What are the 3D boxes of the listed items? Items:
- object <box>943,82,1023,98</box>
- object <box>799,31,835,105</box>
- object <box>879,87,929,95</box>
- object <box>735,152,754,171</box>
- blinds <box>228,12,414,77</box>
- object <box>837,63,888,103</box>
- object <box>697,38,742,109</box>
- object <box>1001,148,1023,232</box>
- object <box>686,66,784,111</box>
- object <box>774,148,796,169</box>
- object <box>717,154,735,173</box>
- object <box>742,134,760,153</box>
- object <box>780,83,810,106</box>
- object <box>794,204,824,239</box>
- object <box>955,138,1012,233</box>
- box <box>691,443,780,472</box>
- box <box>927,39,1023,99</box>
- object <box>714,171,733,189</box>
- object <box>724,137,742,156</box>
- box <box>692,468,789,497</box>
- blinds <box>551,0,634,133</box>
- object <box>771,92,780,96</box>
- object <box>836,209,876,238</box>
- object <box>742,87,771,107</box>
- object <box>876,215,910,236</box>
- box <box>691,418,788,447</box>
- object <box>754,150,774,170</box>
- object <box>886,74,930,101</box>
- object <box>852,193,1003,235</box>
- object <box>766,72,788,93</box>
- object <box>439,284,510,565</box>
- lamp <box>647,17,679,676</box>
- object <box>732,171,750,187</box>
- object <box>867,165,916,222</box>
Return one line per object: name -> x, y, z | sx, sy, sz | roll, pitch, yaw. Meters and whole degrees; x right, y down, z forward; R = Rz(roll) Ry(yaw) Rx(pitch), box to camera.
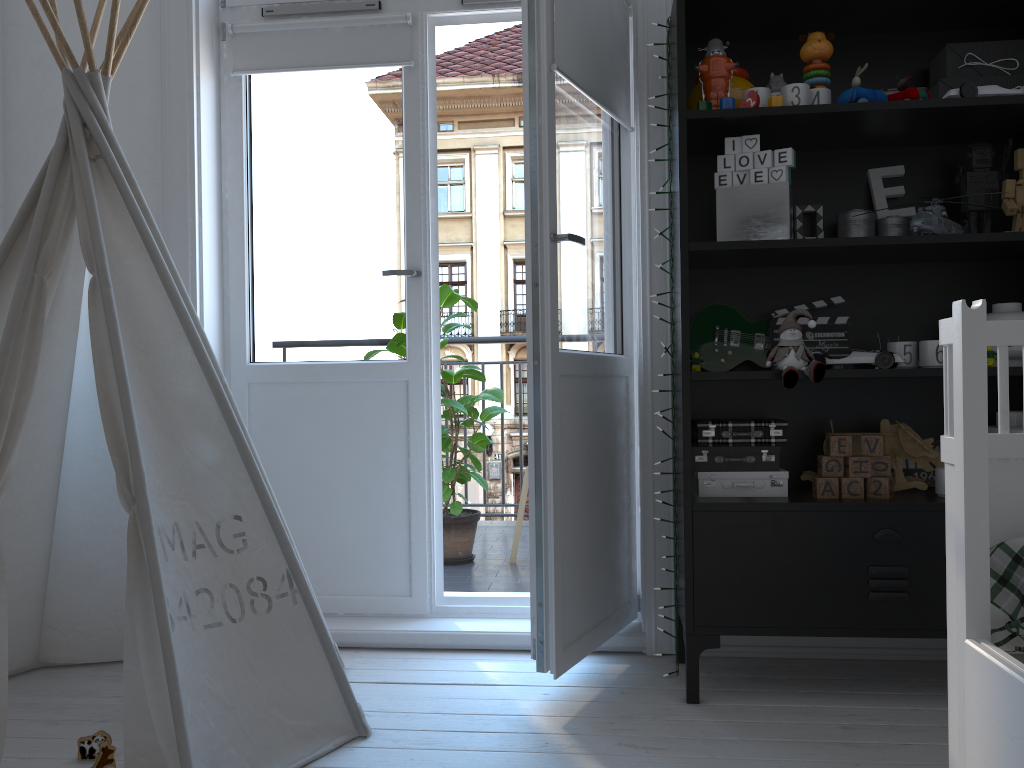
object -> 1.113, -0.669, 2.054 | 0.230, 0.048, 0.098 | -1, 0, -4
object -> 0.736, -0.745, 2.141 | 0.077, 0.213, 0.077 | -1, 0, 40
object -> 1.122, -0.711, 2.299 | 0.347, 0.131, 0.037 | -1, 0, 6
object -> 0.558, -0.528, 2.119 | 0.040, 0.040, 0.040 | -1, 0, 26
blinds -> -0.576, -1.020, 2.666 | 0.565, 0.158, 0.032 | -1, 0, 6
object -> 0.845, -0.703, 2.129 | 0.121, 0.126, 0.087 | -1, 0, -17
object -> 0.500, -0.737, 2.143 | 0.105, 0.203, 0.072 | -1, 0, 14
object -> 1.227, -0.450, 2.107 | 0.114, 0.221, 0.052 | -1, 0, 6
object -> 0.541, -0.733, 2.209 | 0.197, 0.197, 0.318 | -1, 0, 3
object -> 0.642, -0.529, 2.087 | 0.040, 0.040, 0.040 | -1, 0, 31
object -> 0.516, -0.527, 2.135 | 0.040, 0.040, 0.040 | -1, 0, 16
object -> 0.570, -0.568, 2.114 | 0.040, 0.040, 0.040 | -1, 0, 16
object -> 0.674, -0.672, 2.109 | 0.067, 0.067, 0.067 | -1, 0, 7
object -> 0.777, -0.400, 2.318 | 0.070, 0.134, 0.028 | -1, 0, 6
object -> 1.158, -0.468, 2.177 | 0.117, 0.259, 0.081 | -1, 0, 6
box -> 0.549, 0.183, 2.230 | 0.215, 0.062, 0.179 | -1, 0, 6
box -> 1.162, -0.740, 2.188 | 0.251, 0.189, 0.179 | -1, 0, 6
object -> 0.511, -0.487, 2.137 | 0.040, 0.040, 0.040 | -1, 0, 21
object -> 0.531, -0.567, 2.129 | 0.040, 0.040, 0.040 | -1, 0, 11
box -> 0.568, 0.244, 2.228 | 0.215, 0.062, 0.179 | -1, 0, 6
blinds -> 0.221, -0.918, 2.297 | 0.032, 0.390, 0.565 | -1, 0, 26
object -> 0.646, -0.671, 2.171 | 0.067, 0.067, 0.067 | -1, 0, -20
object -> 0.882, -0.389, 2.272 | 0.095, 0.110, 0.095 | -1, 0, 11
object -> 0.589, -0.670, 2.133 | 0.067, 0.067, 0.067 | -1, 0, 7
object -> 0.971, -0.383, 2.178 | 0.078, 0.091, 0.246 | -1, 0, 1
box -> 0.567, 0.121, 2.229 | 0.215, 0.062, 0.179 | -1, 0, 6
object -> 0.601, -0.528, 2.103 | 0.040, 0.040, 0.040 | -1, 0, 36
object -> 0.959, -0.704, 2.159 | 0.087, 0.112, 0.122 | -1, 0, -23
object -> 1.020, -0.390, 2.140 | 0.368, 0.106, 0.349 | -1, 0, 8
object -> 0.679, -0.717, 2.271 | 0.063, 0.160, 0.063 | -1, 0, -15
object -> -0.317, 0.123, 3.722 | 0.720, 1.225, 0.489 | -1, 0, 16
lamp -> 0.845, -0.104, 2.242 | 0.985, 1.684, 0.095 | -1, 0, 4
object -> 0.550, -0.487, 2.131 | 0.040, 0.040, 0.040 | -1, 0, 11
object -> 0.985, -0.495, 2.304 | 0.107, 0.151, 0.055 | -1, 0, 6
